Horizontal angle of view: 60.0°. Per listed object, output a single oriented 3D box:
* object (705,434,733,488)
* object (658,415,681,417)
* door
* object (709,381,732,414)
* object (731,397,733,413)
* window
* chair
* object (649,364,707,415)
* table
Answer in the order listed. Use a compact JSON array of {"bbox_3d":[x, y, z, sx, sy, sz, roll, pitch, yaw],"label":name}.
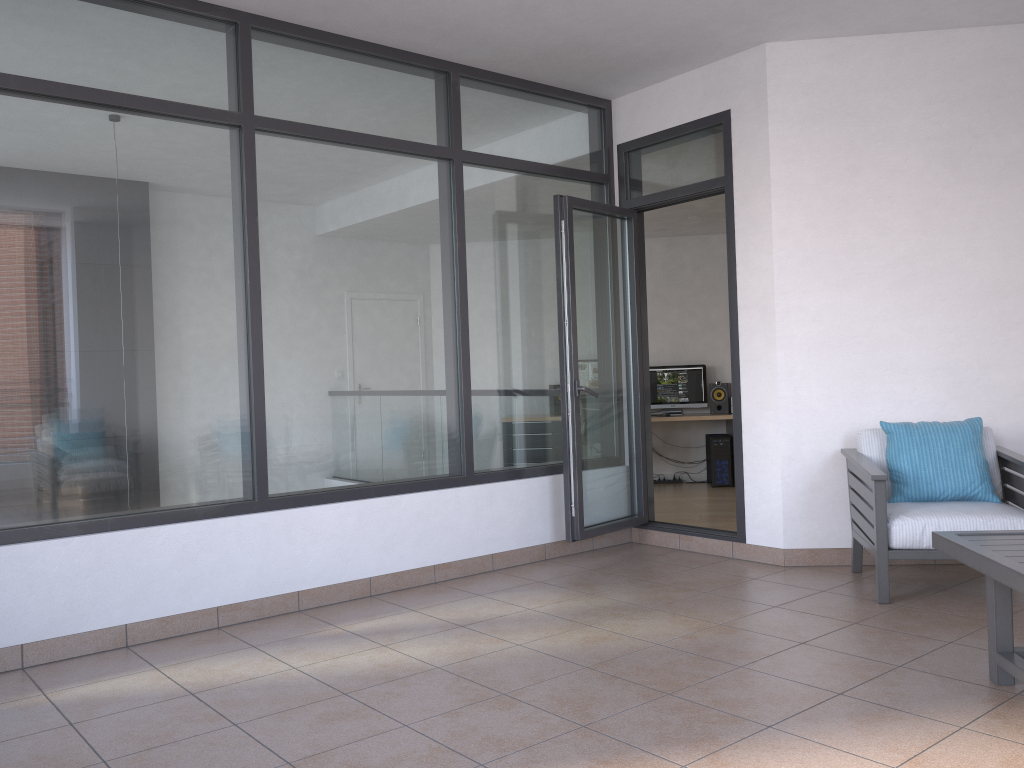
[{"bbox_3d":[2.190,0.806,9.379,0.215,0.527,0.474,-2,0,6],"label":"object"},{"bbox_3d":[1.663,0.339,9.354,0.250,0.002,0.200,-2,0,6],"label":"object"},{"bbox_3d":[0.790,-0.313,5.264,0.924,2.500,0.905,-2,0,-39],"label":"door"},{"bbox_3d":[2.244,0.141,9.544,0.198,0.354,0.249,-2,0,21],"label":"object"},{"bbox_3d":[2.499,0.221,9.458,0.285,0.174,0.270,-2,0,21],"label":"object"},{"bbox_3d":[-1.295,-0.583,4.314,5.002,2.402,0.170,-2,0,-39],"label":"window"},{"bbox_3d":[2.113,0.609,4.359,0.797,0.765,0.807,-2,0,11],"label":"chair"},{"bbox_3d":[1.749,0.068,9.635,0.716,0.535,0.190,-2,0,11],"label":"object"},{"bbox_3d":[1.844,0.772,2.610,0.710,0.473,1.260,-2,0,6],"label":"table"}]
